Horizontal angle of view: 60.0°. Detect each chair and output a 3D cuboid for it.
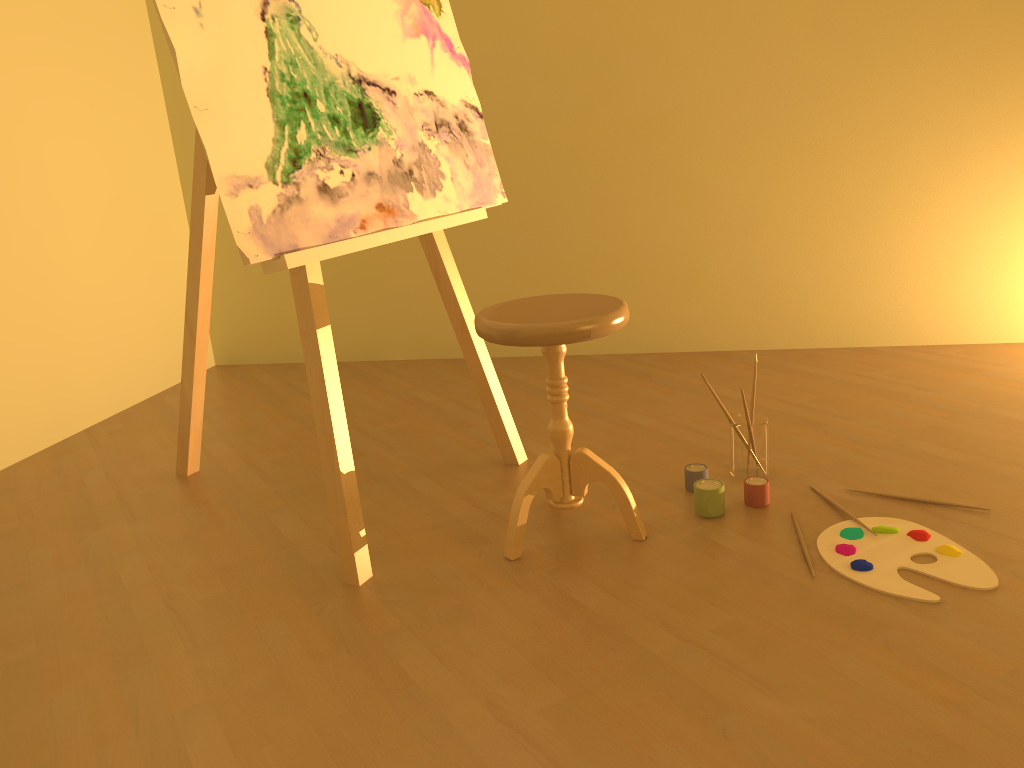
[{"bbox_3d":[0.118,0.093,2.058,0.364,0.551,0.348,2,18,26],"label":"chair"}]

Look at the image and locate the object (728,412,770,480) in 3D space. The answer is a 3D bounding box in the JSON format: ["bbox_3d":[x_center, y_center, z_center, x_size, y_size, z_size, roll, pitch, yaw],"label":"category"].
[{"bbox_3d":[0.627,0.166,2.343,0.106,0.157,0.106,-9,16,-12],"label":"object"}]

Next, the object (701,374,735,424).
[{"bbox_3d":[0.581,0.106,2.327,0.159,0.286,0.010,-3,16,10],"label":"object"}]

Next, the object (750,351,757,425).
[{"bbox_3d":[0.639,0.074,2.362,0.010,0.319,0.069,9,21,40],"label":"object"}]

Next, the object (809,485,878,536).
[{"bbox_3d":[0.779,0.296,2.101,0.010,0.015,0.325,-7,16,-6],"label":"object"}]

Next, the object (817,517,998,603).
[{"bbox_3d":[0.809,0.359,1.873,0.288,0.014,0.366,-9,16,-12],"label":"object"}]

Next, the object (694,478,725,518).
[{"bbox_3d":[0.480,0.277,2.157,0.073,0.073,0.073,0,17,19],"label":"object"}]

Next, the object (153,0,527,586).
[{"bbox_3d":[-0.564,-0.506,2.139,1.132,1.896,0.972,-6,16,-2],"label":"object"}]

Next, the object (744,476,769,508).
[{"bbox_3d":[0.602,0.266,2.182,0.060,0.060,0.060,-6,16,-3],"label":"object"}]

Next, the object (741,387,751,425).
[{"bbox_3d":[0.615,0.116,2.291,0.010,0.278,0.172,3,18,27],"label":"object"}]

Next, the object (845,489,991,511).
[{"bbox_3d":[0.961,0.275,2.120,0.325,0.010,0.010,6,19,34],"label":"object"}]

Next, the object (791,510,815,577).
[{"bbox_3d":[0.645,0.349,1.972,0.010,0.010,0.325,-3,16,10],"label":"object"}]

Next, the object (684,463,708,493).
[{"bbox_3d":[0.478,0.244,2.298,0.060,0.060,0.060,-5,16,0],"label":"object"}]
